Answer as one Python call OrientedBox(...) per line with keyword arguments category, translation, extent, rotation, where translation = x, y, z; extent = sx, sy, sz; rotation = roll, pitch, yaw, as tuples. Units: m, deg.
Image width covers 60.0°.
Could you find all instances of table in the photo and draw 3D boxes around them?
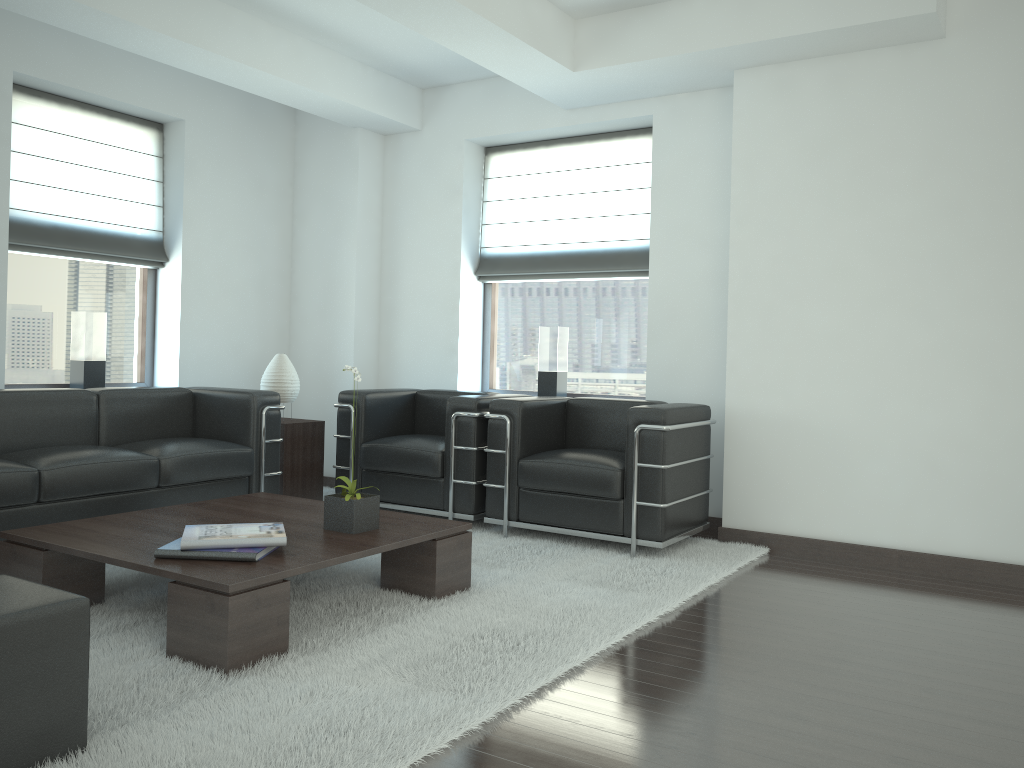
OrientedBox(category="table", translation=(-2.305, 0.770, 8.625), extent=(0.786, 0.845, 0.526), rotation=(2, 1, 32))
OrientedBox(category="table", translation=(-1.584, 1.081, 5.339), extent=(1.922, 0.441, 1.936), rotation=(3, 2, 32))

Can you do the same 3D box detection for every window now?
OrientedBox(category="window", translation=(0.638, -1.168, 9.181), extent=(2.133, 2.732, 0.146), rotation=(2, 0, 32))
OrientedBox(category="window", translation=(-4.125, -1.268, 8.334), extent=(0.146, 2.732, 1.700), rotation=(1, 0, 32))

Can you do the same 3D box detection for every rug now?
OrientedBox(category="rug", translation=(-1.759, 1.250, 5.864), extent=(5.171, 0.110, 6.251), rotation=(3, 2, 32))

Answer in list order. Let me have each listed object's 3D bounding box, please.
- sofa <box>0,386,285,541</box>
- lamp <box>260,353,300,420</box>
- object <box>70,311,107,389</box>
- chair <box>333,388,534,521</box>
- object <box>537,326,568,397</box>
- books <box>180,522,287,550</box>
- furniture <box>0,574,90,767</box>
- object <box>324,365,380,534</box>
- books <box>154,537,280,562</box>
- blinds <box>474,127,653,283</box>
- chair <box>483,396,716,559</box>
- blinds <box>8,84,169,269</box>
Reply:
OrientedBox(category="sofa", translation=(-3.332, 0.636, 6.540), extent=(1.124, 1.170, 3.476), rotation=(2, 2, 32))
OrientedBox(category="lamp", translation=(-2.244, 0.027, 8.580), extent=(0.374, 0.655, 0.375), rotation=(1, 0, -29))
OrientedBox(category="object", translation=(-3.935, -0.281, 8.232), extent=(0.243, 0.776, 0.238), rotation=(2, 0, 32))
OrientedBox(category="chair", translation=(-0.715, 0.652, 8.232), extent=(1.646, 1.170, 1.123), rotation=(2, 1, 32))
OrientedBox(category="object", translation=(0.413, -0.188, 8.938), extent=(0.243, 0.776, 0.238), rotation=(2, 0, 32))
OrientedBox(category="books", translation=(-1.486, 0.813, 4.750), extent=(0.518, 0.045, 0.446), rotation=(1, 2, -17))
OrientedBox(category="furniture", translation=(-1.943, 1.056, 3.153), extent=(0.603, 0.579, 0.588), rotation=(2, 1, 32))
OrientedBox(category="object", translation=(-0.977, 0.381, 5.357), extent=(0.335, 0.992, 0.252), rotation=(2, 0, 32))
OrientedBox(category="books", translation=(-1.531, 0.860, 4.670), extent=(0.518, 0.045, 0.446), rotation=(2, 2, 3))
OrientedBox(category="blinds", translation=(0.568, -1.794, 9.038), extent=(2.124, 1.476, 0.222), rotation=(2, 0, 32))
OrientedBox(category="chair", translation=(0.709, 0.718, 7.331), extent=(1.646, 1.170, 1.123), rotation=(2, 1, 32))
OrientedBox(category="blinds", translation=(-3.969, -1.889, 8.256), extent=(0.222, 1.476, 1.686), rotation=(2, 1, 32))
